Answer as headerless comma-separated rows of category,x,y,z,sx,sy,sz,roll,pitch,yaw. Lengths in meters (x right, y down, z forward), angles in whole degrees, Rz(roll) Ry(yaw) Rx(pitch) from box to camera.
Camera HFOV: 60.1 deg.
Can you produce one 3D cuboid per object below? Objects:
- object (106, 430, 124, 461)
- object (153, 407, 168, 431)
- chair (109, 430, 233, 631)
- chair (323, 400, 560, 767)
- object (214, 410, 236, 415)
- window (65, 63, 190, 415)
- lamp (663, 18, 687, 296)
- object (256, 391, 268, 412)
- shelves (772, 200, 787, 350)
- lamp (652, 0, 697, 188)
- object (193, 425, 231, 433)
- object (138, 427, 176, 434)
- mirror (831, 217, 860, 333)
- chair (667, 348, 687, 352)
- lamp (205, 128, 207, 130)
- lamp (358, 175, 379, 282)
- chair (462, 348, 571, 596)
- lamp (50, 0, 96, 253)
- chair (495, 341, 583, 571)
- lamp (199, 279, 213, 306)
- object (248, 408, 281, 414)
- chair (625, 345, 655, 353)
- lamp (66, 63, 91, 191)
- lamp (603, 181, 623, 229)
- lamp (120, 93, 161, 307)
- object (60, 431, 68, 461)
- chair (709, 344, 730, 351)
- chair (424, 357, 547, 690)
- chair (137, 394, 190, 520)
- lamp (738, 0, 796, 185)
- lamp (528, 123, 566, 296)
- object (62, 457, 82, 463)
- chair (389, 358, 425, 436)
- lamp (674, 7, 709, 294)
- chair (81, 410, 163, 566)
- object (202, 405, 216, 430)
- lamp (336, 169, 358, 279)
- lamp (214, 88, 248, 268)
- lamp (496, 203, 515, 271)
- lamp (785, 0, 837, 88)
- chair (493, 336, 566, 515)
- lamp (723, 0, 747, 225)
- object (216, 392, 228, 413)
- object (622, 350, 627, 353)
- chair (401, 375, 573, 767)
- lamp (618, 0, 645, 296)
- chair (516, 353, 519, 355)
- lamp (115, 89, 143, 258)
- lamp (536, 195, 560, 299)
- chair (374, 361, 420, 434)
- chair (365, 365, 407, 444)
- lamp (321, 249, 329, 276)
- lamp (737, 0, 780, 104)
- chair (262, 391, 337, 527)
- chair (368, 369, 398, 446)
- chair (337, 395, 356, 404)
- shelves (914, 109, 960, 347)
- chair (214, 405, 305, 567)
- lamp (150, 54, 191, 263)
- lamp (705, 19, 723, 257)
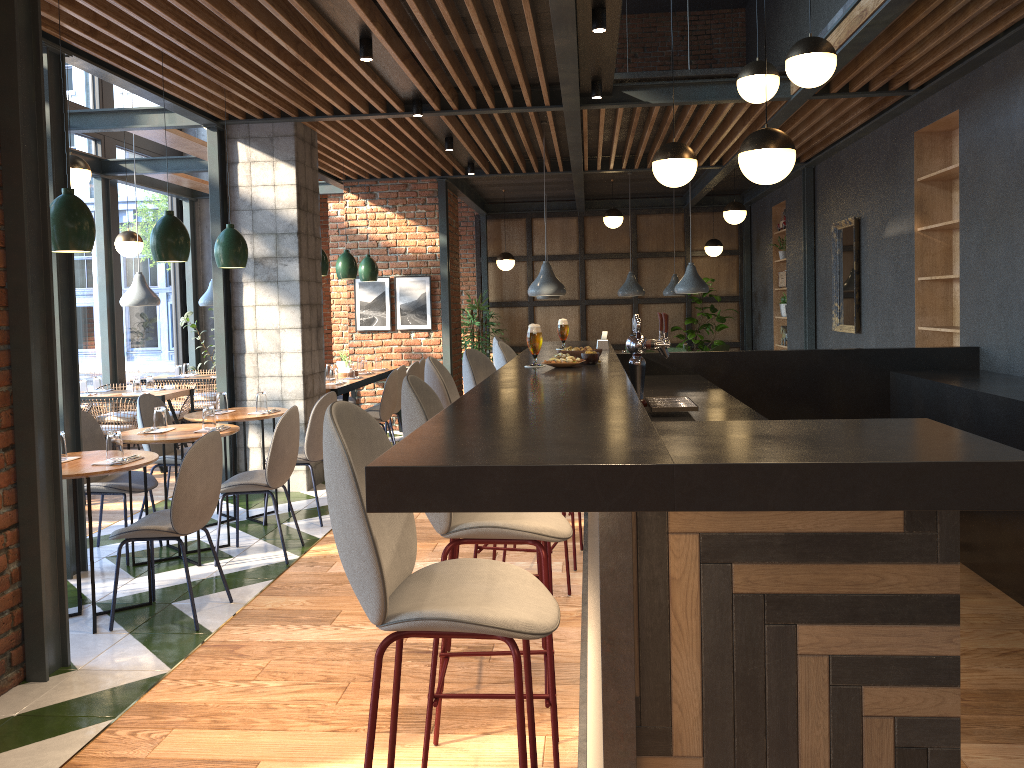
object,-1.900,0.294,4.235,0.080,0.138,0.080,1,4,42
object,-2.093,0.206,5.269,0.080,0.138,0.080,-1,3,15
chair,-1.636,0.669,4.217,0.507,0.886,0.419,-1,3,6
chair,-0.143,0.653,1.978,0.507,1.241,0.419,-1,3,4
object,-2.035,0.190,6.175,0.157,0.019,0.243,-1,5,10
window,-4.711,-2.281,7.197,0.127,5.586,8.746,-1,4,5
lamp,2.312,-3.519,12.758,0.353,4.481,0.353,1,3,40
object,-1.730,0.121,6.120,0.080,0.138,0.080,-3,3,-27
shelves,3.714,-1.046,11.802,0.284,2.701,0.838,-1,3,5
lamp,0.933,-3.073,5.247,0.268,3.786,0.269,-1,2,7
object,-1.781,0.266,5.255,0.157,0.019,0.243,-1,5,2
object,-2.114,0.272,5.285,0.157,0.019,0.243,-1,5,2
mirror,3.255,-1.049,8.633,0.061,1.083,0.770,-1,3,5
chair,2.012,-0.062,11.771,0.515,0.817,0.639,-4,4,-35
lamp,-3.391,-4.713,9.793,0.268,3.786,0.269,0,3,26
lamp,-1.623,-2.154,9.844,0.224,2.018,0.224,-1,2,9
chair,0.035,0.448,4.230,0.507,1.241,0.419,-1,3,16
lamp,-2.119,-1.635,4.163,0.224,2.018,0.224,-1,2,9
chair,0.173,0.375,5.003,0.507,1.241,0.419,-1,3,11
lamp,-3.540,-3.153,10.287,0.353,4.481,0.353,1,3,40
object,-1.709,0.189,6.097,0.157,0.019,0.243,-1,5,10
chair,1.998,-0.191,13.216,0.515,0.817,0.640,1,4,37
lamp,-3.387,-3.360,6.656,0.269,3.786,0.268,-4,3,-42
lamp,1.324,-3.993,11.896,0.268,3.786,0.269,-2,2,-16
lamp,-3.516,-2.964,8.159,0.353,4.481,0.353,-3,3,-33
object,-2.187,0.298,4.264,0.080,0.138,0.080,-2,3,-8
chair,2.782,-0.151,12.545,0.515,0.817,0.640,1,4,42
chair,-0.072,0.507,3.474,0.507,1.241,0.419,-1,3,1
chair,-2.340,0.507,6.221,0.507,0.886,0.419,-1,3,6
lamp,1.185,-2.853,4.199,0.268,3.786,0.269,-2,2,-4
lamp,0.264,-3.043,7.994,0.353,4.481,0.353,1,3,40
object,-2.206,0.364,4.282,0.157,0.019,0.243,-1,5,9
chair,-1.202,0.158,9.813,0.507,0.886,0.419,-1,3,1
lamp,1.807,-3.179,9.090,0.353,4.481,0.353,1,3,40
chair,-2.400,0.590,5.305,0.507,0.886,0.419,-1,3,6
object,-1.805,0.199,5.274,0.080,0.138,0.080,2,4,45
lamp,-1.700,-2.073,8.957,0.224,2.018,0.224,-1,2,9
lamp,-1.953,-1.808,6.058,0.224,2.018,0.224,-1,2,9
lamp,-0.134,-3.523,12.709,0.269,3.786,0.268,-4,3,-42
lamp,1.583,-3.507,4.751,0.268,3.786,0.268,-3,3,-31
chair,0.141,0.302,5.836,0.507,1.241,0.419,-1,3,5
lamp,2.576,-3.768,10.345,0.268,3.786,0.268,-2,3,-23
object,-2.016,0.125,6.157,0.080,0.138,0.080,-2,3,-17
object,1.442,-0.366,11.366,0.080,0.138,0.080,1,4,43
chair,-0.066,0.586,2.706,0.507,1.241,0.419,-1,3,3
lamp,1.482,-3.370,11.314,0.353,4.481,0.353,1,3,40
chair,0.109,-0.148,13.256,0.515,0.817,0.640,-3,4,-20
lamp,-3.933,-3.177,8.927,0.268,3.786,0.268,-3,3,-27
lamp,0.491,-3.520,13.279,0.353,4.481,0.353,1,3,40
chair,-1.209,0.207,9.265,0.507,0.886,0.419,-1,3,12
chair,-1.281,0.260,8.696,0.507,0.886,0.419,-1,3,11
lamp,-1.788,-1.981,7.950,0.224,2.018,0.224,-1,2,9
lamp,1.549,-3.709,5.658,0.268,3.786,0.269,-1,2,11
chair,-1.455,0.495,6.110,0.507,0.886,0.419,-1,3,11
chair,-1.290,0.311,8.121,0.507,0.886,0.419,-1,3,1
chair,-1.985,0.179,9.790,0.507,0.886,0.419,-1,3,12
shelves,3.249,-0.559,6.481,0.284,2.701,0.838,-1,3,5
chair,-1.504,0.576,5.221,0.507,0.886,0.419,-1,3,1
lamp,-2.031,-1.727,5.171,0.224,2.018,0.224,-1,2,9
lamp,2.970,-3.791,13.154,0.269,3.786,0.268,-4,3,-42
